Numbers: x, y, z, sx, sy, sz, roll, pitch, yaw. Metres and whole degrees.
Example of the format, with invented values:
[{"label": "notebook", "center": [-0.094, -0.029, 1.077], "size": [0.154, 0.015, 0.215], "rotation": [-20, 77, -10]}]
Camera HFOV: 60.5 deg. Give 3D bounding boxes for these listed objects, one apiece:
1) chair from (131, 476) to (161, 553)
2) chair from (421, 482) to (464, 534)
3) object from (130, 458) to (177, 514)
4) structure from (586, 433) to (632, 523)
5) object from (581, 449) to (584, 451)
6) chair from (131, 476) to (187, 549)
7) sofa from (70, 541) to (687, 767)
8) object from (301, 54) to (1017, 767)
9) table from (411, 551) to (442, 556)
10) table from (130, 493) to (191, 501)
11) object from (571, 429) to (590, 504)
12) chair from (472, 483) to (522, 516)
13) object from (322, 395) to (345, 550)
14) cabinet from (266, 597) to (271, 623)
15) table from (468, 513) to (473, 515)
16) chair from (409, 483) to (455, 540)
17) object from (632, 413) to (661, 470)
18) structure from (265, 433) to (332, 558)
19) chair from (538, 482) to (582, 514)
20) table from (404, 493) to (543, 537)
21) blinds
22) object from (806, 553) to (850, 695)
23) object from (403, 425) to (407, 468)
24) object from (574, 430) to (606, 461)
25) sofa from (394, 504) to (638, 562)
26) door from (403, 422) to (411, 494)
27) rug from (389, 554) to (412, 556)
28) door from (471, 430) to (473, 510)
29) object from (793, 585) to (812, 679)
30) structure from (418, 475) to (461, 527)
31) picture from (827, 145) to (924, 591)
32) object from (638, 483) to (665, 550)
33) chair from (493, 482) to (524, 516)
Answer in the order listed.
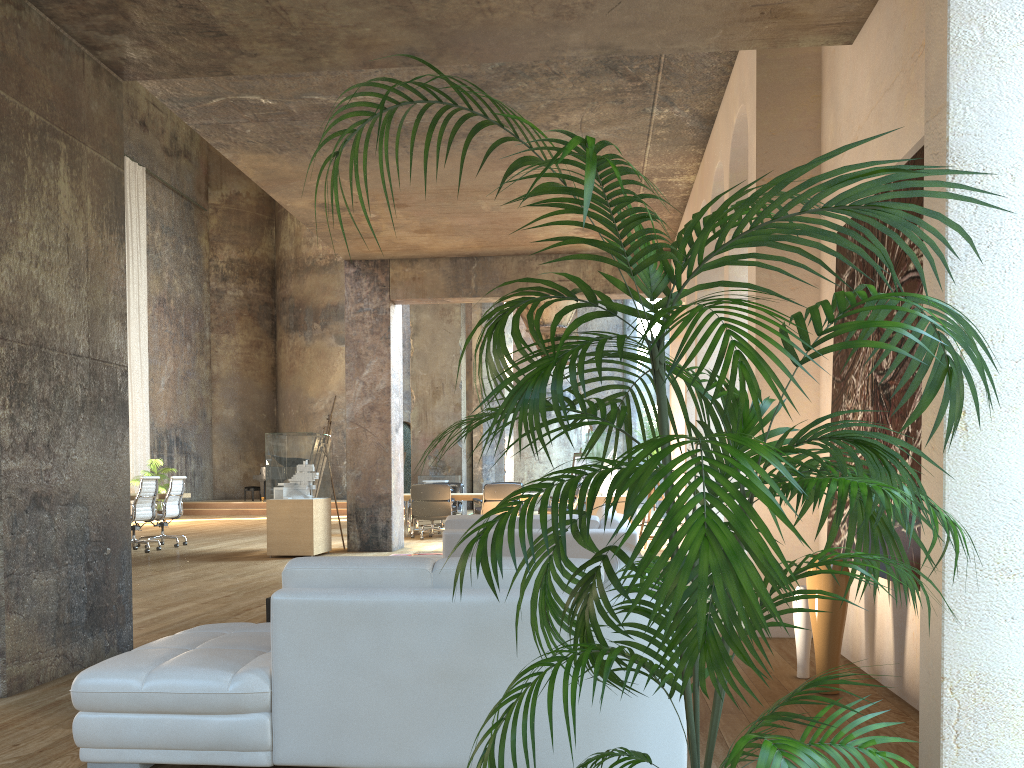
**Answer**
[{"label": "chair", "center": [-5.139, 1.756, 11.852], "size": [0.699, 1.026, 0.665], "rotation": [0, -1, 14]}, {"label": "chair", "center": [-1.240, 2.188, 15.567], "size": [0.730, 0.893, 0.822], "rotation": [-1, -2, 12]}, {"label": "object", "center": [-8.467, 2.509, 20.923], "size": [1.091, 1.458, 1.130], "rotation": [0, -1, -4]}, {"label": "structure", "center": [1.289, 1.446, 11.731], "size": [0.594, 1.549, 0.742], "rotation": [0, 0, 5]}, {"label": "object", "center": [1.873, 1.613, 19.679], "size": [0.688, 0.940, 0.860], "rotation": [-1, -2, 26]}, {"label": "chair", "center": [-5.093, 1.846, 12.716], "size": [0.699, 1.026, 0.665], "rotation": [0, -1, 11]}, {"label": "sofa", "center": [-0.420, 0.992, 3.364], "size": [2.067, 0.721, 1.074], "rotation": [-1, -4, 5]}, {"label": "object", "center": [0.312, 0.284, 1.906], "size": [1.402, 1.814, 1.357], "rotation": [-1, -1, 11]}, {"label": "table", "center": [-0.529, 1.781, 8.612], "size": [0.859, 0.247, 0.371], "rotation": [-1, -4, 5]}, {"label": "table", "center": [-6.078, 1.669, 9.726], "size": [1.601, 0.757, 7.735], "rotation": [-1, -6, 5]}, {"label": "object", "center": [1.739, 2.123, 20.835], "size": [0.701, 2.149, 0.683], "rotation": [0, 1, 34]}, {"label": "chair", "center": [-0.268, 2.021, 14.017], "size": [0.729, 0.893, 0.822], "rotation": [0, -2, -21]}, {"label": "object", "center": [-2.643, 1.232, 12.070], "size": [0.685, 2.149, 0.700], "rotation": [0, 1, 4]}, {"label": "cabinet", "center": [-1.034, 1.378, 5.330], "size": [0.396, 0.369, 1.566], "rotation": [-1, -6, 5]}, {"label": "table", "center": [-0.301, 2.918, 20.965], "size": [1.870, 0.546, 0.943], "rotation": [-1, -4, 5]}, {"label": "chair", "center": [-1.278, 2.033, 14.082], "size": [0.729, 0.893, 0.822], "rotation": [0, -2, -1]}, {"label": "object", "center": [1.964, 0.823, 12.128], "size": [0.688, 0.940, 0.860], "rotation": [0, -2, -4]}, {"label": "structure", "center": [-2.704, 1.412, 11.188], "size": [0.594, 1.549, 0.742], "rotation": [0, 0, 5]}, {"label": "chair", "center": [0.773, 2.077, 14.608], "size": [0.821, 0.893, 0.731], "rotation": [0, -1, 0]}, {"label": "table", "center": [-0.710, 2.195, 14.754], "size": [2.410, 0.700, 1.107], "rotation": [-1, -4, 5]}, {"label": "blinds", "center": [-9.451, -1.443, 18.117], "size": [0.275, 8.648, 7.838], "rotation": [0, -2, 6]}, {"label": "object", "center": [1.442, 1.095, 4.012], "size": [0.174, 0.631, 0.238], "rotation": [0, 1, -6]}, {"label": "object", "center": [-2.553, 1.961, 19.059], "size": [0.684, 2.149, 0.700], "rotation": [0, 1, 31]}, {"label": "object", "center": [1.621, 1.358, 17.232], "size": [0.859, 0.941, 0.688], "rotation": [-1, -1, 8]}, {"label": "sofa", "center": [-0.025, 1.426, 7.549], "size": [2.064, 0.721, 2.936], "rotation": [-1, -6, 5]}, {"label": "door", "center": [-3.270, 2.261, 26.068], "size": [0.902, 2.299, 0.091], "rotation": [-1, 2, -36]}, {"label": "rug", "center": [-0.363, 2.090, 10.480], "size": [2.462, 0.009, 1.350], "rotation": [-1, -6, 6]}, {"label": "door", "center": [-0.916, 2.391, 25.840], "size": [0.111, 2.634, 0.902], "rotation": [-2, 2, -42]}, {"label": "object", "center": [1.429, 1.216, 4.312], "size": [0.101, 0.452, 0.101], "rotation": [0, 2, 30]}, {"label": "structure", "center": [-1.459, 2.359, 17.777], "size": [0.743, 1.015, 0.736], "rotation": [0, -1, 5]}, {"label": "picture", "center": [1.677, -0.012, 4.030], "size": [0.069, 1.771, 1.504], "rotation": [0, -1, 5]}, {"label": "object", "center": [1.908, 1.775, 12.157], "size": [0.658, 0.973, 0.571], "rotation": [0, 0, -30]}, {"label": "chair", "center": [-0.128, 2.171, 15.460], "size": [0.729, 0.893, 0.822], "rotation": [0, -2, 6]}]
